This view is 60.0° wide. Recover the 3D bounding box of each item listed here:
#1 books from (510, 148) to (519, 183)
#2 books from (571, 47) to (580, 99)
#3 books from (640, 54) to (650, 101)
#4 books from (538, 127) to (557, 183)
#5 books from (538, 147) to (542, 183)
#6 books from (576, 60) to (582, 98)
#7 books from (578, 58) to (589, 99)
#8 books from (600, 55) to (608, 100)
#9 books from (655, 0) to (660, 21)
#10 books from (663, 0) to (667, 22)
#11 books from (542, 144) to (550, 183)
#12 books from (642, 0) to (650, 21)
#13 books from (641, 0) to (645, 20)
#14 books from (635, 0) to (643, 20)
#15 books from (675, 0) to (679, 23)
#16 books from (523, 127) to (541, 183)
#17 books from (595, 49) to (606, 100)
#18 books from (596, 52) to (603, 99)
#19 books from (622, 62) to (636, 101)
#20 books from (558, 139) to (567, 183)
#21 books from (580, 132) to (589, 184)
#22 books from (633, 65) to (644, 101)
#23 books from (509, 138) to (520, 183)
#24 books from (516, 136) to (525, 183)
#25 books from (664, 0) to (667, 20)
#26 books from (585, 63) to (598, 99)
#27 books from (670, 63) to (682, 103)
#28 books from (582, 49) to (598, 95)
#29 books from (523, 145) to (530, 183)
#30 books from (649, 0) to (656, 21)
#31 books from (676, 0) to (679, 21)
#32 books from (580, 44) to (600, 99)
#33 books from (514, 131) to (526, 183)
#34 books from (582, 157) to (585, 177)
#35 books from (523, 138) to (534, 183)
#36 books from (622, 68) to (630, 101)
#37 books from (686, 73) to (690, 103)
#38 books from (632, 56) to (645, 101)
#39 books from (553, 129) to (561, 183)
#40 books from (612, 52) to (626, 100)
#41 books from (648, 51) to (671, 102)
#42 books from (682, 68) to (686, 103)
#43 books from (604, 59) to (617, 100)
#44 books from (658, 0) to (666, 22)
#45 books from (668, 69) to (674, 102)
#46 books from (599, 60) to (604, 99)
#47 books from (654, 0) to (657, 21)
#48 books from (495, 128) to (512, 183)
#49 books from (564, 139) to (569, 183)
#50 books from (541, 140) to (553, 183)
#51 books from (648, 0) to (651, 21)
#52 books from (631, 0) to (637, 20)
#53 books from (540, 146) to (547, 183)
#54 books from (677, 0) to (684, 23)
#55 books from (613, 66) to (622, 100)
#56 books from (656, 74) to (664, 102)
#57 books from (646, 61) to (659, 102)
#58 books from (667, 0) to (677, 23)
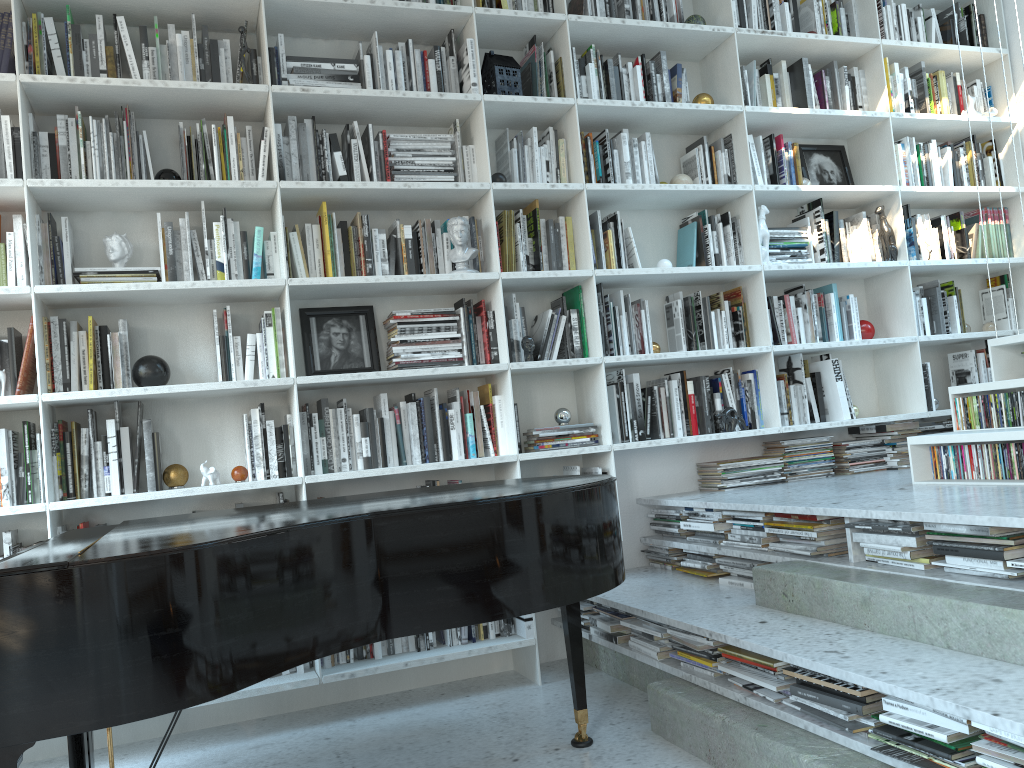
[{"bbox_3d":[-0.013,-0.898,3.832,0.028,0.185,0.181,-5,-4,-20],"label":"books"},{"bbox_3d":[0.260,-1.335,3.974,0.012,0.285,0.159,-5,-4,-20],"label":"books"},{"bbox_3d":[0.588,-1.358,4.112,0.012,0.285,0.159,-5,-4,-20],"label":"books"},{"bbox_3d":[0.153,-0.963,3.910,0.028,0.293,0.154,-5,-4,-20],"label":"books"},{"bbox_3d":[0.091,-0.910,3.870,0.024,0.194,0.173,-5,-4,-20],"label":"books"},{"bbox_3d":[0.279,-1.313,3.994,0.012,0.239,0.139,-5,-4,-20],"label":"books"},{"bbox_3d":[0.298,-1.316,3.995,0.026,0.243,0.148,-5,-4,-20],"label":"books"},{"bbox_3d":[0.396,-1.339,4.047,0.012,0.276,0.133,-5,-4,-20],"label":"books"},{"bbox_3d":[0.647,-1.714,4.156,0.024,0.252,0.150,-5,-4,-20],"label":"books"},{"bbox_3d":[0.683,-1.740,4.174,0.019,0.299,0.137,-5,-4,-20],"label":"books"},{"bbox_3d":[0.126,-0.921,3.887,0.029,0.211,0.158,-5,-4,-20],"label":"books"},{"bbox_3d":[0.584,-1.685,4.109,0.018,0.201,0.188,-5,-4,-20],"label":"books"},{"bbox_3d":[0.562,-1.738,4.123,0.006,0.312,0.179,-5,-4,-20],"label":"books"},{"bbox_3d":[0.556,-1.698,4.111,0.018,0.231,0.160,-5,-4,-20],"label":"books"},{"bbox_3d":[0.728,-1.735,4.171,0.008,0.278,0.180,-5,-4,-20],"label":"books"},{"bbox_3d":[0.075,-0.950,3.856,0.028,0.275,0.187,-5,-4,-20],"label":"books"},{"bbox_3d":[0.382,-1.349,4.035,0.021,0.296,0.138,-5,-4,-20],"label":"books"},{"bbox_3d":[0.364,-1.335,4.012,0.010,0.268,0.166,-5,-4,-20],"label":"books"},{"bbox_3d":[0.520,-1.330,4.071,0.023,0.236,0.149,-5,-4,-20],"label":"books"},{"bbox_3d":[0.192,-0.936,3.902,0.028,0.229,0.177,-5,-4,-20],"label":"books"},{"bbox_3d":[0.299,-0.967,3.972,0.014,0.278,0.154,-5,-4,-20],"label":"books"},{"bbox_3d":[0.547,-1.319,4.063,0.021,0.209,0.181,-5,-4,-20],"label":"books"},{"bbox_3d":[-0.004,-0.926,3.860,0.024,0.242,0.159,-5,-4,-20],"label":"books"},{"bbox_3d":[0.013,-0.931,3.861,0.028,0.250,0.164,-5,-4,-20],"label":"books"},{"bbox_3d":[0.688,-1.751,4.196,0.008,0.321,0.133,-5,-3,-20],"label":"books"},{"bbox_3d":[0.330,-1.302,3.986,0.026,0.207,0.181,-5,-4,-20],"label":"books"},{"bbox_3d":[0.739,-1.347,4.139,0.054,0.235,0.171,-5,-4,-20],"label":"books"},{"bbox_3d":[0.338,-1.340,4.010,0.011,0.283,0.173,-5,-4,-20],"label":"books"},{"bbox_3d":[0.039,-0.912,3.869,0.023,0.207,0.171,-5,-4,-20],"label":"books"},{"bbox_3d":[0.609,-1.737,4.120,0.015,0.299,0.183,-5,-4,-20],"label":"books"},{"bbox_3d":[0.738,-1.702,4.187,0.018,0.214,0.157,-5,-4,-20],"label":"books"},{"bbox_3d":[0.351,-1.353,4.010,0.014,0.306,0.152,-5,-4,-20],"label":"books"},{"bbox_3d":[0.025,-0.945,3.868,0.019,0.275,0.146,-5,-4,-20],"label":"books"},{"bbox_3d":[0.279,-0.947,3.968,0.030,0.242,0.138,-5,-4,-20],"label":"books"},{"bbox_3d":[0.054,-0.927,3.870,0.023,0.236,0.178,-5,-4,-20],"label":"books"},{"bbox_3d":[0.495,-1.317,4.073,0.025,0.216,0.144,-5,-4,-20],"label":"books"},{"bbox_3d":[0.787,-1.345,4.184,0.026,0.229,0.140,-5,-4,-20],"label":"books"},{"bbox_3d":[0.565,-1.347,4.089,0.012,0.264,0.156,-5,-4,-20],"label":"books"},{"bbox_3d":[0.169,-0.957,3.913,0.025,0.277,0.173,-5,-4,-20],"label":"books"},{"bbox_3d":[0.474,-1.349,4.070,0.013,0.284,0.154,-5,-4,-20],"label":"books"},{"bbox_3d":[0.671,-1.367,4.113,0.029,0.285,0.183,-5,-4,-20],"label":"books"},{"bbox_3d":[0.759,-1.338,4.155,0.048,0.216,0.182,-5,-4,-20],"label":"books"},{"bbox_3d":[0.424,-1.326,4.030,0.027,0.241,0.160,-5,-4,-20],"label":"books"},{"bbox_3d":[0.662,-1.743,4.155,0.008,0.306,0.183,-5,-4,-20],"label":"books"},{"bbox_3d":[0.697,-1.331,4.135,0.030,0.213,0.157,-5,-4,-20],"label":"books"},{"bbox_3d":[0.373,-1.318,4.023,0.012,0.235,0.165,-5,-4,-20],"label":"books"},{"bbox_3d":[0.631,-1.724,4.152,0.008,0.274,0.163,-5,-4,-20],"label":"books"},{"bbox_3d":[-0.037,-0.945,3.851,0.018,0.285,0.159,-5,-4,-20],"label":"books"},{"bbox_3d":[0.204,-0.940,3.923,0.026,0.237,0.173,-5,-4,-20],"label":"books"},{"bbox_3d":[0.140,-0.933,3.901,0.024,0.233,0.150,-5,-4,-20],"label":"books"},{"bbox_3d":[0.592,-1.749,4.133,0.007,0.329,0.184,-5,-4,-20],"label":"books"},{"bbox_3d":[0.536,-1.722,4.126,0.007,0.285,0.159,-5,-4,-20],"label":"books"},{"bbox_3d":[0.107,-0.912,3.879,0.027,0.196,0.185,-5,-4,-20],"label":"books"},{"bbox_3d":[0.756,-1.701,4.183,0.014,0.208,0.188,-5,-4,-20],"label":"books"},{"bbox_3d":[0.456,-1.317,4.065,0.028,0.223,0.142,-5,-4,-20],"label":"books"},{"bbox_3d":[0.645,-1.312,4.113,0.027,0.181,0.176,-5,-4,-20],"label":"books"},{"bbox_3d":[0.617,-1.338,4.101,0.030,0.237,0.186,-5,-4,-20],"label":"books"},{"bbox_3d":[0.715,-1.742,4.174,0.013,0.297,0.188,-5,-4,-20],"label":"books"}]
